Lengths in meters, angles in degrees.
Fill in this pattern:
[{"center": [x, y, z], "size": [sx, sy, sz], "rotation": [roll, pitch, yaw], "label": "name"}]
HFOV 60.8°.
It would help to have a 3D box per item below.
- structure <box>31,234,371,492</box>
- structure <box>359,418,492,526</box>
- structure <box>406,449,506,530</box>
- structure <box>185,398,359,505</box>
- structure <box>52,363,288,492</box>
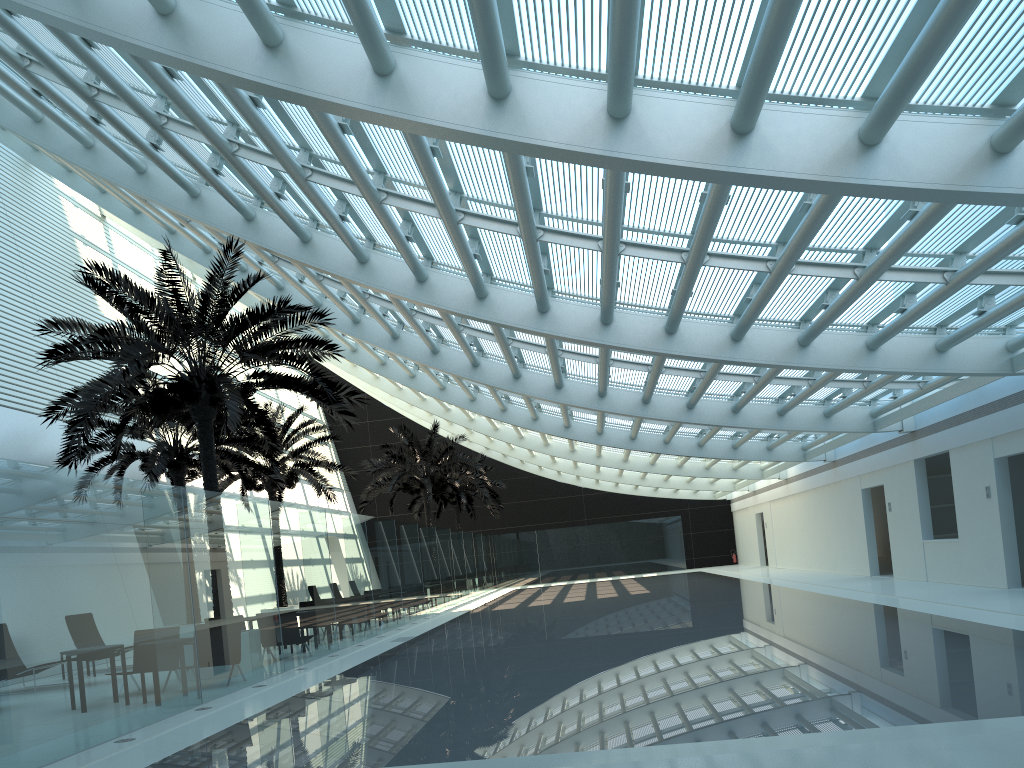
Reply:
[{"center": [-4.980, 1.194, 13.949], "size": [4.865, 6.911, 4.470], "rotation": [-8, -4, 23], "label": "structure"}, {"center": [-3.197, 4.880, 33.154], "size": [4.820, 6.912, 4.512], "rotation": [-6, -4, -2], "label": "structure"}, {"center": [-2.411, 6.445, 41.321], "size": [4.440, 6.909, 4.902], "rotation": [-5, -5, -17], "label": "structure"}, {"center": [-7.212, 3.911, 26.012], "size": [4.350, 6.787, 4.634], "rotation": [-9, -5, 38], "label": "structure"}, {"center": [-7.566, 2.761, 19.973], "size": [4.624, 6.728, 4.359], "rotation": [-5, -4, -17], "label": "structure"}]
